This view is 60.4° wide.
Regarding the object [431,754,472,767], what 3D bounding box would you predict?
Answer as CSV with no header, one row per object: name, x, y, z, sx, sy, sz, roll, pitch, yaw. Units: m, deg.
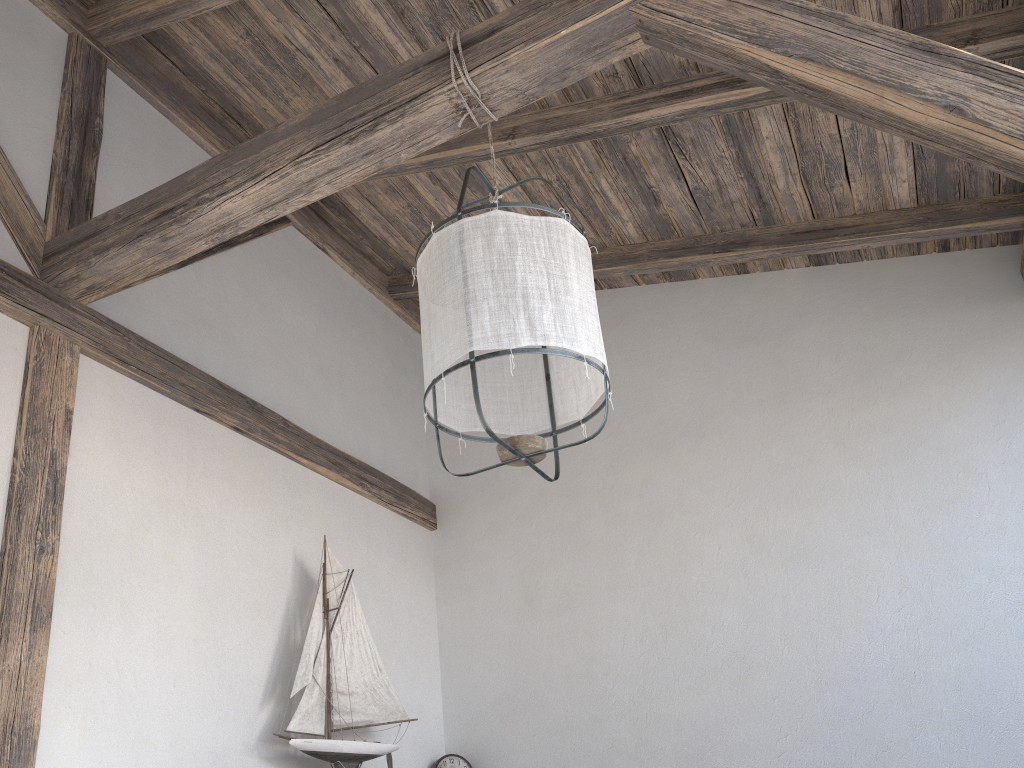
object,-0.263,1.733,3.862,0.206,0.200,0.085,9,-27,-28

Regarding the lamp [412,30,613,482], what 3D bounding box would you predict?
lamp,-0.026,-0.312,2.036,0.401,1.034,0.425,5,-26,-23

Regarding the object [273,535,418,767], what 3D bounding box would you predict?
object,-0.598,1.060,3.280,0.142,0.946,0.815,-17,-27,25
